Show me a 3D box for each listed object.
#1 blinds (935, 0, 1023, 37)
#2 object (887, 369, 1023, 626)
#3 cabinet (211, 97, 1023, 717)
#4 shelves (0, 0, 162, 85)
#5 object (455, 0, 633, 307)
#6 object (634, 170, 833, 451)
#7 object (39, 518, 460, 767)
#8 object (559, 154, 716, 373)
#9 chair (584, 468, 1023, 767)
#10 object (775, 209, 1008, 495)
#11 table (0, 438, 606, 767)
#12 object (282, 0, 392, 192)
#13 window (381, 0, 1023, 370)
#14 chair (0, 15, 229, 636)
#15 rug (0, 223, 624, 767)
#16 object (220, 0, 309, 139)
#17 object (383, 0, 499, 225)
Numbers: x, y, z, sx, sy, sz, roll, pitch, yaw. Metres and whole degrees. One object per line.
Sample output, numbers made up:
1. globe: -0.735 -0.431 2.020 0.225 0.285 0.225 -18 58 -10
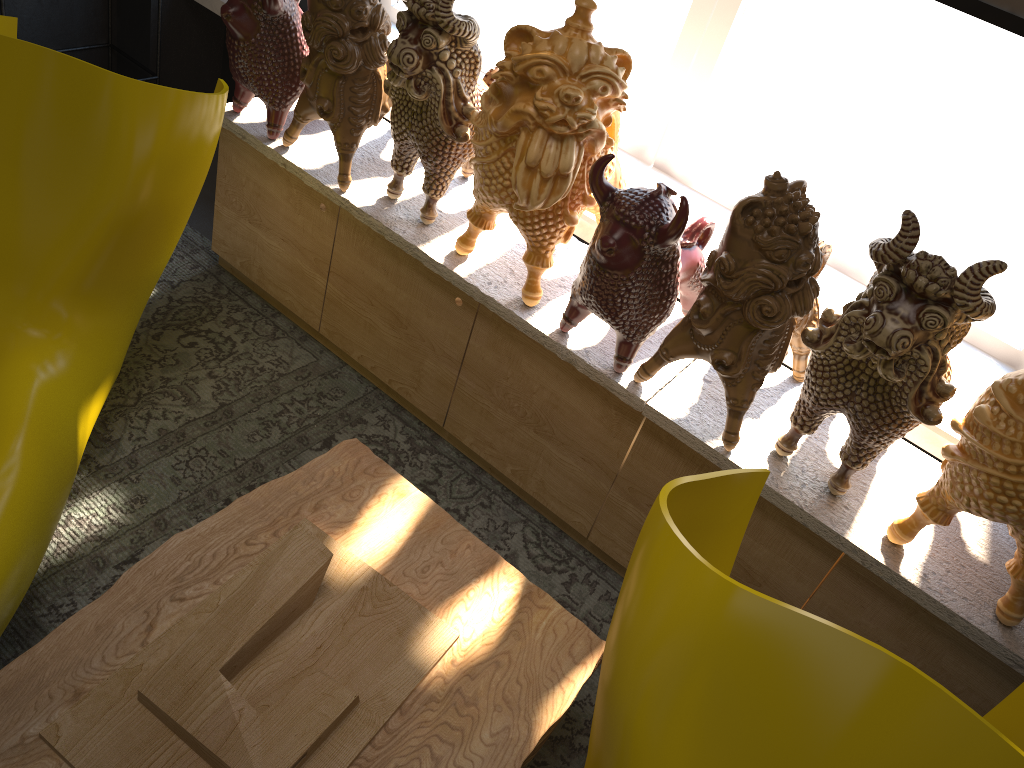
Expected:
1. blinds: -1.601 -3.021 2.100 3.544 3.204 13.056 -11 46 -33
2. object: 0.928 0.083 1.472 0.313 0.633 0.476 38 41 24
3. cabinet: 0.319 0.154 2.070 2.768 0.513 0.412 36 40 21
4. shelves: -1.706 -1.732 0.892 0.278 3.781 3.051 34 40 20
5. object: 0.105 -0.507 1.866 0.313 0.633 0.476 38 41 24
6. object: 0.522 -0.185 1.738 0.254 0.528 0.482 40 42 26
7. object: -0.350 0.406 1.313 0.354 0.132 0.531 31 39 16
8. object: 0.295 -0.272 1.816 0.223 0.426 0.470 38 41 24
9. chair: 0.228 0.708 1.064 0.665 0.868 1.093 31 39 16
10. object: 0.680 -0.072 1.619 0.274 0.560 0.440 30 38 15
11. table: -0.354 0.562 1.472 0.704 0.299 0.845 35 40 20
12. object: -0.301 -0.775 2.132 0.254 0.528 0.482 40 42 26
13. window: 0.831 -1.813 1.746 2.341 3.064 0.052 36 40 21
14. chair: -0.995 -0.176 1.657 0.657 0.868 1.106 16 37 -4
15. rug: -0.307 0.908 1.303 3.646 0.010 2.231 35 41 21
16. object: -0.528 -0.863 2.210 0.223 0.426 0.470 38 41 24
17. object: -0.143 -0.662 2.013 0.274 0.560 0.440 30 38 15
